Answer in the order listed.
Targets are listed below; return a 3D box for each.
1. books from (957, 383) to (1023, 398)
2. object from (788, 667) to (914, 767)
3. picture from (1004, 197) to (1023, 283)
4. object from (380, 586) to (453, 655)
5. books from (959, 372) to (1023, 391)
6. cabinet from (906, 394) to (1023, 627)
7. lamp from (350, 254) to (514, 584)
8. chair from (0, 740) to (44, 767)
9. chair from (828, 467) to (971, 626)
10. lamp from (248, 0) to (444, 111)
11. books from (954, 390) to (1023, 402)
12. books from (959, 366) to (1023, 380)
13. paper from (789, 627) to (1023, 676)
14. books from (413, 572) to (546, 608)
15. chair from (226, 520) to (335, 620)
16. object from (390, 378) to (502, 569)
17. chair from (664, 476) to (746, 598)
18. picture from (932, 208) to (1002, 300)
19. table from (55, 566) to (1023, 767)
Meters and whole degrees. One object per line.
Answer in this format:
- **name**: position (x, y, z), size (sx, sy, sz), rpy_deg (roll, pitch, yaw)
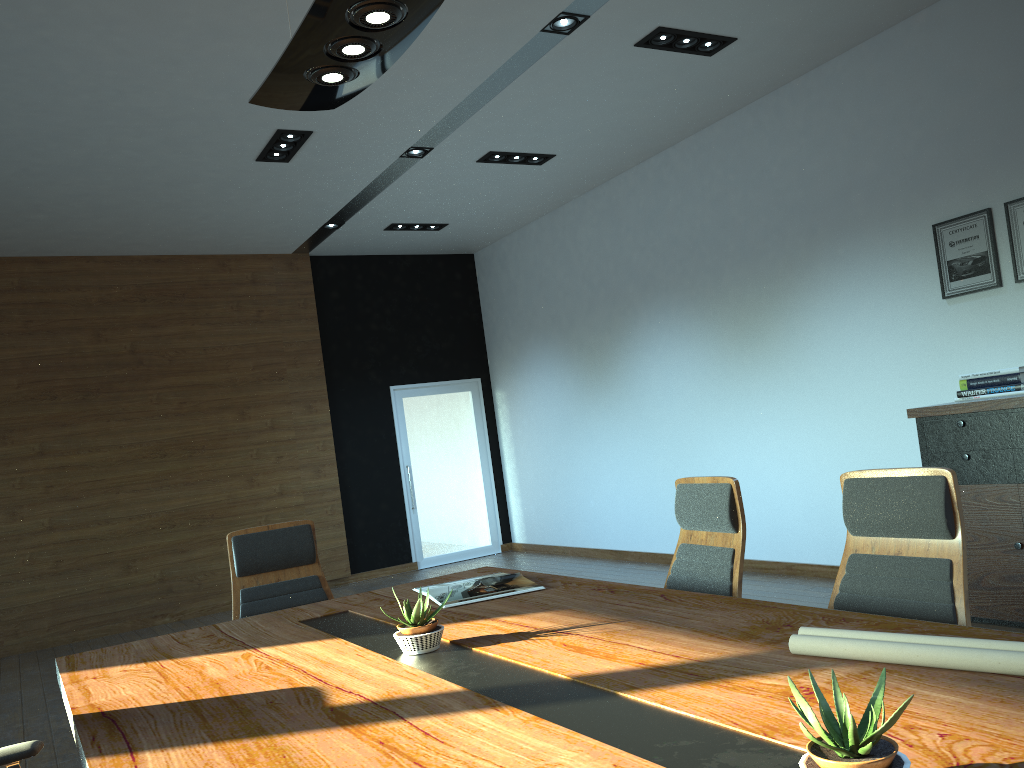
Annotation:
- **books**: position (2.891, 0.029, 5.224), size (0.273, 0.041, 0.405), rpy_deg (-5, -4, -35)
- **object**: position (0.476, 0.493, 1.240), size (0.153, 0.187, 0.177), rpy_deg (-8, -2, 10)
- **picture**: position (3.062, -0.861, 5.110), size (0.028, 0.483, 0.381), rpy_deg (-7, -2, -30)
- **object**: position (-0.274, 0.675, 2.556), size (0.153, 0.187, 0.177), rpy_deg (-9, -3, 35)
- **books**: position (2.908, -0.024, 5.247), size (0.287, 0.063, 0.370), rpy_deg (-6, -4, -30)
- **cabinet**: position (3.283, 0.584, 4.316), size (0.765, 1.231, 2.357), rpy_deg (-7, -3, -30)
- **lamp**: position (-3.021, 0.301, 6.454), size (9.370, 3.704, 16.747), rpy_deg (-6, -4, -30)
- **chair**: position (-1.329, 1.127, 2.228), size (0.695, 1.126, 0.708), rpy_deg (-7, -2, -15)
- **chair**: position (0.960, 0.840, 2.521), size (0.694, 1.126, 0.709), rpy_deg (-7, -2, -30)
- **lamp**: position (-0.530, -1.544, 2.536), size (0.339, 1.198, 1.201), rpy_deg (-7, -2, -30)
- **books**: position (2.914, 0.058, 5.230), size (0.322, 0.021, 0.445), rpy_deg (-6, -4, -30)
- **books**: position (2.902, -0.070, 5.248), size (0.291, 0.032, 0.363), rpy_deg (-5, -4, -32)
- **paper**: position (0.739, 0.488, 0.930), size (0.629, 0.083, 2.243), rpy_deg (-8, -4, 10)
- **books**: position (-0.145, 0.785, 3.456), size (0.388, 0.033, 0.546), rpy_deg (-6, -4, -18)
- **chair**: position (-0.887, 1.164, 3.760), size (0.705, 1.126, 0.698), rpy_deg (-7, -2, -28)
- **object**: position (-0.802, 1.056, 10.663), size (1.195, 2.158, 0.201), rpy_deg (-7, -1, -30)
- **chair**: position (0.529, 0.944, 3.272), size (0.694, 1.126, 0.708), rpy_deg (-7, -2, -23)
- **picture**: position (2.830, -0.804, 5.520), size (0.028, 0.483, 0.381), rpy_deg (-7, -2, -30)
- **table**: position (0.533, 0.978, 1.239), size (1.781, 0.796, 5.563), rpy_deg (-6, -4, -30)
